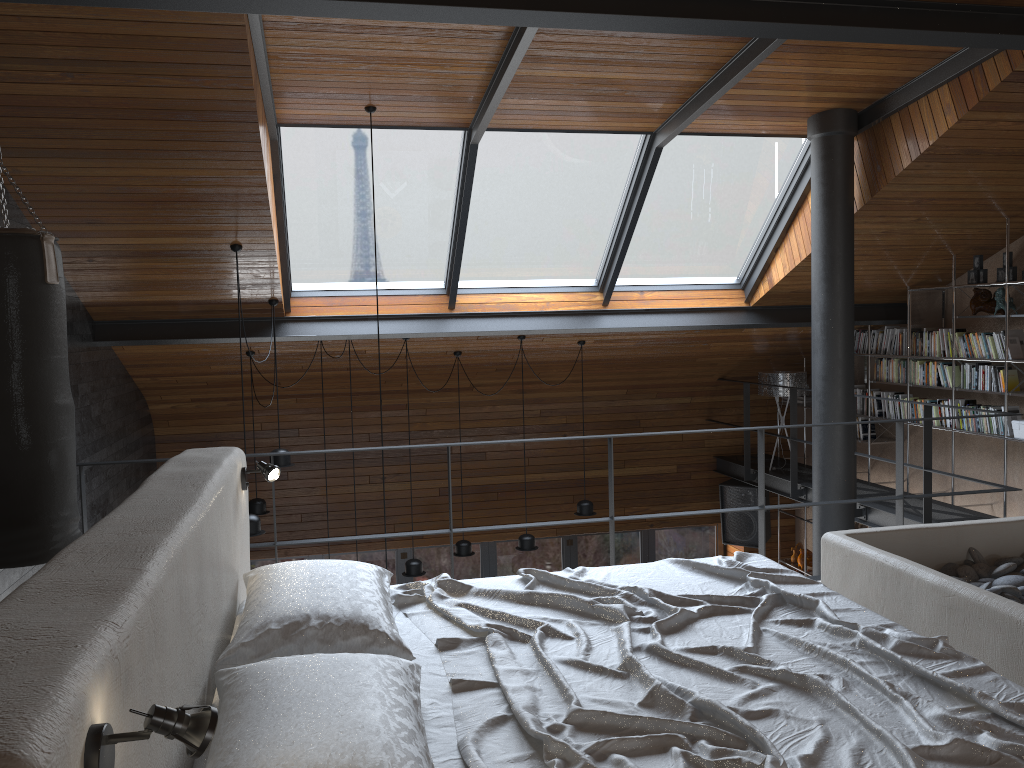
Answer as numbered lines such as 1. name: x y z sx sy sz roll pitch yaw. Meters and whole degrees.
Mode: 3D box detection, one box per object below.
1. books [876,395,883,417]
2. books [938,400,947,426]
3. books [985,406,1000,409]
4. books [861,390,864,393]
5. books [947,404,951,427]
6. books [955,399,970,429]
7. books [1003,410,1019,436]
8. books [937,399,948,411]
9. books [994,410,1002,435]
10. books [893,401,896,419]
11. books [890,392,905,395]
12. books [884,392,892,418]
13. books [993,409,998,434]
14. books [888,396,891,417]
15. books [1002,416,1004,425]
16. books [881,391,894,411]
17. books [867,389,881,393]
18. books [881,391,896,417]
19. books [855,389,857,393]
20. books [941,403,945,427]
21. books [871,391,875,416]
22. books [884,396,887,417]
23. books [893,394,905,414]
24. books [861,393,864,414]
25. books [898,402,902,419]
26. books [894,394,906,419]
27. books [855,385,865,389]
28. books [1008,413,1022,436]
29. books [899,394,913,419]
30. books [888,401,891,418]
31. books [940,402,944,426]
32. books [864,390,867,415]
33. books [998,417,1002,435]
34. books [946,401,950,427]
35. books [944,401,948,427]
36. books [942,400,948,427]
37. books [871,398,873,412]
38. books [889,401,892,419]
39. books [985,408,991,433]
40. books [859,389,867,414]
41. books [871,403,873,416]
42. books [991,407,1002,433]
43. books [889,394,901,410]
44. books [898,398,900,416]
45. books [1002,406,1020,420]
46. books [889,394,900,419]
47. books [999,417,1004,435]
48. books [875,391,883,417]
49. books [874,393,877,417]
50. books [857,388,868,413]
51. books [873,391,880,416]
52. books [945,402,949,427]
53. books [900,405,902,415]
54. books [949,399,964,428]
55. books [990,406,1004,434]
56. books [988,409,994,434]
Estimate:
1. books: 3.463 0.201 8.252 0.148 0.206 0.053 -2 4 -12
2. books: 3.652 0.240 7.435 0.155 0.215 0.055 -2 4 -12
3. books: 3.801 0.273 6.928 0.207 0.205 0.053 -2 4 -12
4. books: 3.421 0.170 8.528 0.129 0.231 0.010 -2 4 -12
5. books: 3.667 0.260 7.316 0.138 0.191 0.049 -2 4 -12
6. books: 3.671 0.244 7.219 0.148 0.233 0.053 -2 4 -12
7. books: 3.806 0.295 6.737 0.129 0.186 0.050 -2 4 -12
8. books: 3.640 0.236 7.452 0.118 0.220 0.054 -2 4 -12
9. books: 3.798 0.290 6.820 0.160 0.187 0.060 -2 4 -12
10. books: 3.507 0.231 8.018 0.119 0.171 0.044 -2 4 -12
11. books: 3.543 0.192 8.136 0.148 0.233 0.053 -2 4 -12
12. books: 3.506 0.191 8.164 0.148 0.233 0.053 -2 4 -12
13. books: 3.792 0.287 6.849 0.148 0.189 0.053 -2 4 -12
14. books: 3.534 0.206 8.145 0.149 0.205 0.049 -2 4 -13
15. books: 3.808 0.299 6.769 0.148 0.175 0.046 -2 4 -12
16. books: 3.506 0.185 8.245 0.143 0.236 0.062 -2 4 -12
17. books: 3.432 0.170 8.409 0.131 0.247 0.018 -2 4 -12
18. books: 3.495 0.189 8.211 0.148 0.233 0.053 -2 4 -12
19. books: 3.395 0.163 8.626 0.148 0.234 0.013 -2 4 -12
20. books: 3.654 0.255 7.399 0.126 0.197 0.047 -2 4 -12
21. books: 3.448 0.182 8.327 0.143 0.235 0.055 -2 4 -12
22. books: 3.516 0.206 8.194 0.139 0.201 0.057 -2 4 -12
23. books: 3.538 0.203 8.023 0.177 0.217 0.046 -2 4 -12
24. books: 3.418 0.184 8.504 0.148 0.206 0.018 -2 4 -12
25. books: 3.516 0.235 7.931 0.111 0.174 0.041 -2 4 -12
26. books: 3.532 0.207 7.990 0.161 0.222 0.055 -2 4 -12
27. books: 3.391 0.142 8.682 0.143 0.268 0.020 -2 4 -12
28. books: 3.812 0.306 6.728 0.130 0.166 0.046 -2 4 -12
29. books: 3.527 0.209 7.914 0.122 0.230 0.057 -2 4 -12
30. books: 3.525 0.218 8.154 0.131 0.180 0.042 -2 4 -13
31. books: 3.648 0.248 7.415 0.123 0.203 0.054 -2 4 -12
32. books: 3.418 0.174 8.458 0.129 0.231 0.010 -2 4 -12
33. books: 3.786 0.303 6.792 0.130 0.167 0.046 -2 4 -12
34. books: 3.665 0.247 7.331 0.137 0.216 0.049 -2 4 -12
35. books: 3.668 0.246 7.376 0.137 0.216 0.049 -2 4 -12
36. books: 3.653 0.246 7.386 0.133 0.218 0.051 -2 4 -12
37. books: 3.448 0.192 8.341 0.136 0.212 0.051 -2 4 -12
38. books: 3.501 0.213 8.085 0.127 0.200 0.046 -2 4 -12
39. books: 3.767 0.284 6.910 0.148 0.189 0.053 -2 4 -12
40. books: 3.415 0.166 8.563 0.148 0.234 0.013 -2 4 -12
41. books: 3.443 0.188 8.358 0.133 0.219 0.058 -2 4 -12
42. books: 3.812 0.279 6.865 0.192 0.202 0.055 -2 4 -12
43. books: 3.523 0.204 8.068 0.171 0.218 0.047 -2 4 -12
44. books: 3.519 0.222 7.952 0.111 0.197 0.043 -2 4 -12
45. books: 3.810 0.279 6.754 0.143 0.217 0.066 -2 4 -12
46. books: 3.520 0.204 8.078 0.164 0.217 0.048 -2 4 -12
47. books: 3.801 0.301 6.781 0.146 0.171 0.054 -2 4 -12
48. books: 3.461 0.186 8.269 0.148 0.233 0.053 -2 4 -12
49. books: 3.458 0.191 8.283 0.141 0.221 0.055 -2 4 -12
50. books: 3.411 0.161 8.594 0.146 0.240 0.023 -2 4 -12
51. books: 3.465 0.183 8.316 0.148 0.233 0.053 -2 4 -12
52. books: 3.663 0.252 7.345 0.131 0.205 0.051 -2 4 -12
53. books: 3.526 0.234 7.924 0.112 0.176 0.039 -2 4 -12
54. books: 3.660 0.241 7.266 0.148 0.233 0.053 -2 4 -12
55. books: 3.805 0.277 6.875 0.191 0.205 0.055 -2 4 -12
56. books: 3.789 0.286 6.886 0.169 0.188 0.058 -2 4 -12
